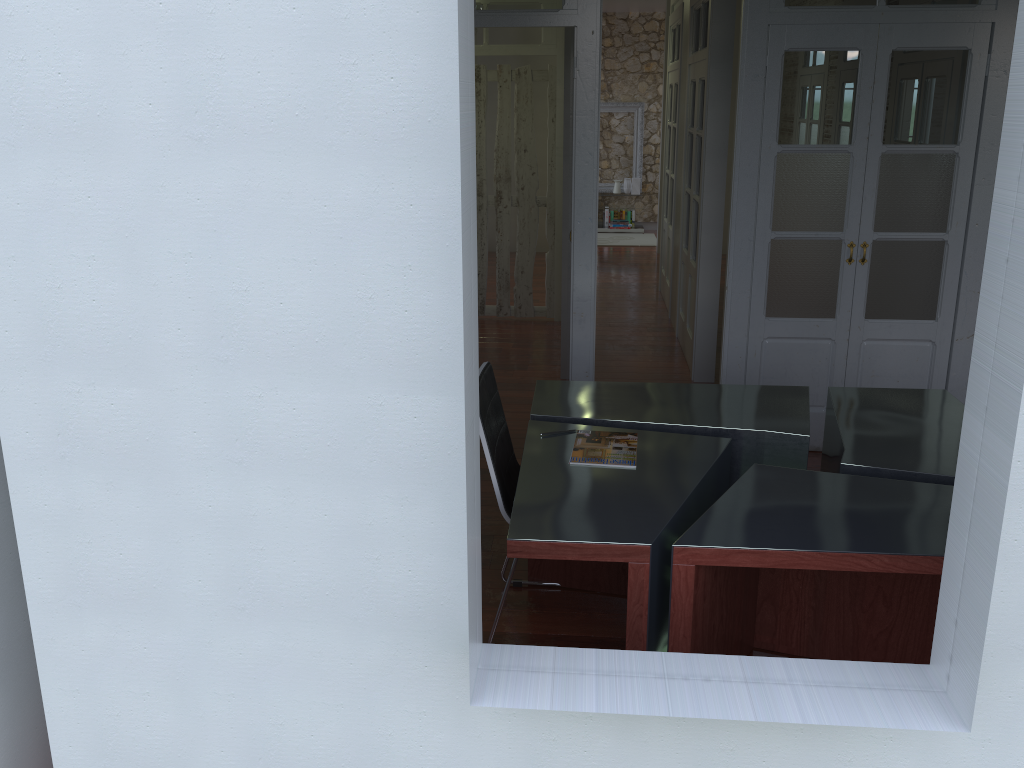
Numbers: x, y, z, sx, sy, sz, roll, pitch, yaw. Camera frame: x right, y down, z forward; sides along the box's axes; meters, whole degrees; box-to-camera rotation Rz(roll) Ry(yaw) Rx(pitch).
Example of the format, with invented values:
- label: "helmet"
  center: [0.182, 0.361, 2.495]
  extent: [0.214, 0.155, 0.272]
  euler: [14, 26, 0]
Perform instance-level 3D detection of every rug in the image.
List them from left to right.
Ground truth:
- label: "rug"
  center: [1.428, -1.961, 12.003]
  extent: [1.068, 0.016, 1.084]
  euler: [1, 18, 5]

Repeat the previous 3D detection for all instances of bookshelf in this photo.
- label: "bookshelf"
  center: [1.187, -2.463, 12.710]
  extent: [1.400, 0.542, 0.406]
  euler: [1, 16, 5]

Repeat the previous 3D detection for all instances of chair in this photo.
- label: "chair"
  center: [0.171, 0.423, 3.114]
  extent: [0.601, 0.906, 0.482]
  euler: [1, 16, 5]

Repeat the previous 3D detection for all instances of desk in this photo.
- label: "desk"
  center: [0.900, 0.537, 3.161]
  extent: [1.712, 0.645, 1.467]
  euler: [1, 17, 5]

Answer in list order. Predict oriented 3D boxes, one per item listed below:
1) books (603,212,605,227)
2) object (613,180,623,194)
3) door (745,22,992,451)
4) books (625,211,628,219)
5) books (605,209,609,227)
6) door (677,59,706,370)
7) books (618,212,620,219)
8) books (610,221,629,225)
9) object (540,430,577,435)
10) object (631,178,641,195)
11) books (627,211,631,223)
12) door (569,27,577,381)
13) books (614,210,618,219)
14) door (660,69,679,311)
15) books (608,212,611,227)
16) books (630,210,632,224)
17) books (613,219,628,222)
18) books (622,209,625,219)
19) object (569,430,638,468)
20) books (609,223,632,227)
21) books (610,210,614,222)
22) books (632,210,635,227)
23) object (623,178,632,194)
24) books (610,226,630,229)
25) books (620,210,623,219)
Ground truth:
- label: "books"
  center: [1.323, -2.381, 12.766]
  extent: [0.027, 0.204, 0.163]
  euler: [1, 16, 5]
- label: "object"
  center: [1.499, -2.803, 12.565]
  extent: [0.116, 0.192, 0.137]
  euler: [11, 19, 33]
- label: "door"
  center: [1.748, -0.679, 4.493]
  extent: [1.057, 2.149, 0.041]
  euler: [1, 15, 5]
- label: "books"
  center: [1.638, -2.387, 12.736]
  extent: [0.034, 0.231, 0.185]
  euler: [1, 16, 5]
- label: "books"
  center: [1.364, -2.411, 12.758]
  extent: [0.053, 0.265, 0.179]
  euler: [1, 16, 5]
- label: "door"
  center: [1.292, -1.208, 6.307]
  extent: [0.041, 2.057, 1.092]
  euler: [1, 16, 5]
- label: "books"
  center: [1.537, -2.380, 12.750]
  extent: [0.037, 0.211, 0.170]
  euler: [1, 16, 5]
- label: "books"
  center: [1.527, -2.285, 12.544]
  extent: [0.254, 0.029, 0.177]
  euler: [3, 18, 9]
- label: "object"
  center: [0.172, 0.175, 3.222]
  extent: [0.149, 0.011, 0.011]
  euler: [-6, 17, -19]
- label: "object"
  center: [1.738, -2.774, 12.415]
  extent: [0.118, 0.224, 0.074]
  euler: [1, 15, 5]
- label: "books"
  center: [1.677, -2.382, 12.741]
  extent: [0.045, 0.219, 0.177]
  euler: [1, 16, 5]
- label: "door"
  center: [-0.090, -0.734, 4.686]
  extent: [1.189, 2.152, 0.488]
  euler: [-6, 16, -20]
- label: "books"
  center: [1.489, -2.387, 12.747]
  extent: [0.057, 0.225, 0.173]
  euler: [1, 16, 5]
- label: "door"
  center: [1.441, -1.757, 8.019]
  extent: [0.041, 2.057, 1.092]
  euler: [1, 16, 5]
- label: "books"
  center: [1.403, -2.380, 12.761]
  extent: [0.026, 0.204, 0.163]
  euler: [1, 16, 5]
- label: "books"
  center: [1.711, -2.384, 12.729]
  extent: [0.026, 0.229, 0.162]
  euler: [1, 16, 5]
- label: "books"
  center: [1.531, -2.309, 12.535]
  extent: [0.204, 0.023, 0.146]
  euler: [1, 18, 5]
- label: "books"
  center: [1.604, -2.386, 12.735]
  extent: [0.034, 0.231, 0.185]
  euler: [1, 16, 5]
- label: "object"
  center: [0.324, 0.225, 3.082]
  extent: [0.224, 0.012, 0.311]
  euler: [3, 18, 9]
- label: "books"
  center: [1.531, -2.255, 12.548]
  extent: [0.284, 0.031, 0.200]
  euler: [-3, 18, -10]
- label: "books"
  center: [1.440, -2.392, 12.773]
  extent: [0.045, 0.219, 0.177]
  euler: [1, 16, 5]
- label: "books"
  center: [1.740, -2.384, 12.723]
  extent: [0.034, 0.231, 0.185]
  euler: [1, 16, 5]
- label: "object"
  center: [1.636, -2.805, 12.543]
  extent: [0.115, 0.206, 0.113]
  euler: [15, 22, 43]
- label: "books"
  center: [1.532, -2.225, 12.556]
  extent: [0.284, 0.032, 0.200]
  euler: [1, 18, 5]
- label: "books"
  center: [1.571, -2.388, 12.741]
  extent: [0.034, 0.231, 0.185]
  euler: [1, 16, 5]
